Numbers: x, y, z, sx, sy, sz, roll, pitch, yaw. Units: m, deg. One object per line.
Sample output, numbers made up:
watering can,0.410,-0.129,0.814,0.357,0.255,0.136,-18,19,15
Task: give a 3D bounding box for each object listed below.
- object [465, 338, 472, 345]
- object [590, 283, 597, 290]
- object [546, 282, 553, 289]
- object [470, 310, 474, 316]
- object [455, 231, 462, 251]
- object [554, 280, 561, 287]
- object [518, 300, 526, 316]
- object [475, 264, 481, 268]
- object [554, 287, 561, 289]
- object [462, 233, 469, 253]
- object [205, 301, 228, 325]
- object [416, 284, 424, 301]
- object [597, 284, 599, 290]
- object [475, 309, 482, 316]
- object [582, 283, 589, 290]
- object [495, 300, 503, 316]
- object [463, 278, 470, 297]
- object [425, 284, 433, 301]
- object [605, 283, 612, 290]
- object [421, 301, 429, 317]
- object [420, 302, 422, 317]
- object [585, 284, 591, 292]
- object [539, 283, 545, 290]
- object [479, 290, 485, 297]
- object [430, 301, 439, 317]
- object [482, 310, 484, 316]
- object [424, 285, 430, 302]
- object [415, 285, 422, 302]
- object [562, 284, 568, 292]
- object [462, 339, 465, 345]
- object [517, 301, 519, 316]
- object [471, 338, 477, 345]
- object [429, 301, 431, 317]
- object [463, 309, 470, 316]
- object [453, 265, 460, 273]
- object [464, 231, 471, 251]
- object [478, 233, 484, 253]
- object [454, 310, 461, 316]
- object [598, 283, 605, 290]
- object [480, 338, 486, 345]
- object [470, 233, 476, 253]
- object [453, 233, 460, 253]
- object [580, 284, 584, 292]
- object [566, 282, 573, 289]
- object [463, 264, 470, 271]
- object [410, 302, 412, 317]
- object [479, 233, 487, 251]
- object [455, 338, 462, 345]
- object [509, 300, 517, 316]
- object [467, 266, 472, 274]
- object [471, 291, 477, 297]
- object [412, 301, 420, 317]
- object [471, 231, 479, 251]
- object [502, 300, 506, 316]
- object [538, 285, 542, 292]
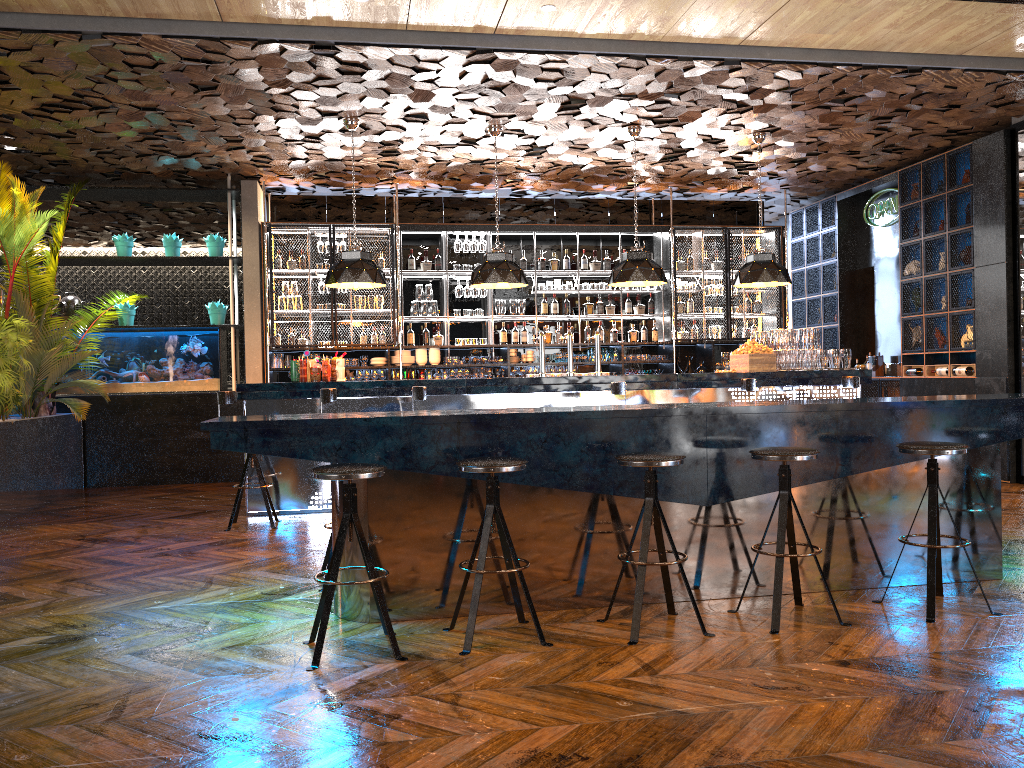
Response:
object,-0.554,-0.531,11.215,0.089,0.092,0.089,-1,1,43
object,1.059,-1.261,11.520,0.089,0.092,0.089,-1,1,43
object,0.483,-1.267,11.398,0.089,0.092,0.089,-1,1,32
object,-0.525,-0.900,11.367,0.089,0.092,0.089,-1,1,22
object,-0.675,-1.803,11.170,0.092,0.244,0.092,-1,1,41
object,0.590,-1.298,11.456,0.089,0.092,0.089,-1,1,-14
object,0.127,-0.972,11.348,0.105,0.209,0.105,-1,1,35
object,-0.429,-1.469,11.232,0.089,0.092,0.089,-2,1,-42
object,0.590,-1.272,11.456,0.089,0.092,0.089,-1,1,-21
object,-0.595,-1.806,11.351,0.092,0.244,0.092,-1,1,41
object,-3.554,-0.854,10.678,0.265,0.325,0.245,-1,1,-16
object,-1.160,-1.150,11.170,0.105,0.209,0.105,-1,1,35
object,1.120,-1.264,11.652,0.089,0.092,0.089,-1,1,-11
object,-0.423,-0.900,11.209,0.089,0.092,0.089,-2,1,-26
object,0.953,-1.259,11.489,0.089,0.092,0.089,-2,1,-38
object,-0.167,-0.965,11.293,0.105,0.209,0.105,-1,1,35
object,-0.582,-1.234,11.357,0.092,0.244,0.092,-1,1,41
object,-1.047,-1.153,11.200,0.105,0.209,0.105,-1,1,35
object,1.258,-1.266,11.565,0.089,0.092,0.089,-1,1,34
object,-1.095,-0.943,11.184,0.105,0.209,0.105,-1,1,35
object,-1.121,-0.944,11.290,0.105,0.209,0.105,-1,1,35
object,1.000,-1.262,11.670,0.089,0.092,0.089,-1,1,29
object,0.384,-1.245,11.387,0.089,0.092,0.089,-1,1,16
object,-0.383,-1.239,11.392,0.092,0.244,0.092,-1,1,41
object,-0.980,-0.946,11.192,0.105,0.209,0.105,-1,1,35
object,-0.408,-0.902,11.395,0.089,0.092,0.089,-2,1,-26
object,-1.067,-1.154,11.288,0.105,0.209,0.105,-1,1,35
object,-1.185,-1.151,11.280,0.105,0.209,0.105,-1,1,35
object,0.690,-1.254,11.585,0.089,0.092,0.089,-1,1,-21
object,-0.627,-0.531,11.388,0.089,0.092,0.089,-2,1,-38
object,0.120,-0.973,11.457,0.105,0.209,0.105,-1,1,35
object,-0.484,-0.534,11.326,0.089,0.092,0.089,-1,1,1
object,-1.012,-0.946,11.299,0.105,0.209,0.105,-1,1,35
object,-0.574,-0.897,11.245,0.089,0.092,0.089,-2,1,-32
object,-0.702,-1.463,11.259,0.089,0.092,0.089,-2,1,-42
object,-0.566,-1.806,11.189,0.092,0.244,0.092,-1,1,41
object,-0.395,-1.811,11.386,0.092,0.244,0.092,-1,1,41
object,-0.695,-0.895,11.268,0.089,0.092,0.089,-2,1,-32
object,1.166,-1.264,11.514,0.089,0.092,0.089,-1,1,43
object,-0.368,-0.536,11.283,0.089,0.092,0.089,-1,1,1
object,-0.498,-1.809,11.368,0.092,0.244,0.092,-1,1,41
object,-0.703,-1.804,11.332,0.092,0.244,0.092,-1,1,41
object,0.902,-1.259,11.646,0.089,0.092,0.089,-1,1,32
object,0.738,-1.274,11.452,0.089,0.092,0.089,-1,1,-19
object,-0.579,-1.466,11.257,0.089,0.092,0.089,-2,1,-42
object,-1.243,-0.941,11.277,0.105,0.209,0.105,-1,1,35
object,-0.367,-1.810,11.224,0.092,0.244,0.092,-1,1,41
object,-0.673,-0.528,11.207,0.089,0.092,0.089,-2,1,-38
object,0.016,-0.970,11.353,0.105,0.209,0.105,-1,1,35
object,-0.552,-1.468,11.386,0.089,0.092,0.089,-1,1,1
object,-0.485,-1.236,11.374,0.092,0.244,0.092,-1,1,41
object,-1.212,-0.940,11.163,0.105,0.209,0.105,-1,1,35
object,-0.469,-1.808,11.206,0.092,0.244,0.092,-1,1,41
object,-0.125,-0.967,11.418,0.105,0.209,0.105,-1,1,35
object,0.378,-1.246,11.552,0.089,0.092,0.089,-2,1,-38
